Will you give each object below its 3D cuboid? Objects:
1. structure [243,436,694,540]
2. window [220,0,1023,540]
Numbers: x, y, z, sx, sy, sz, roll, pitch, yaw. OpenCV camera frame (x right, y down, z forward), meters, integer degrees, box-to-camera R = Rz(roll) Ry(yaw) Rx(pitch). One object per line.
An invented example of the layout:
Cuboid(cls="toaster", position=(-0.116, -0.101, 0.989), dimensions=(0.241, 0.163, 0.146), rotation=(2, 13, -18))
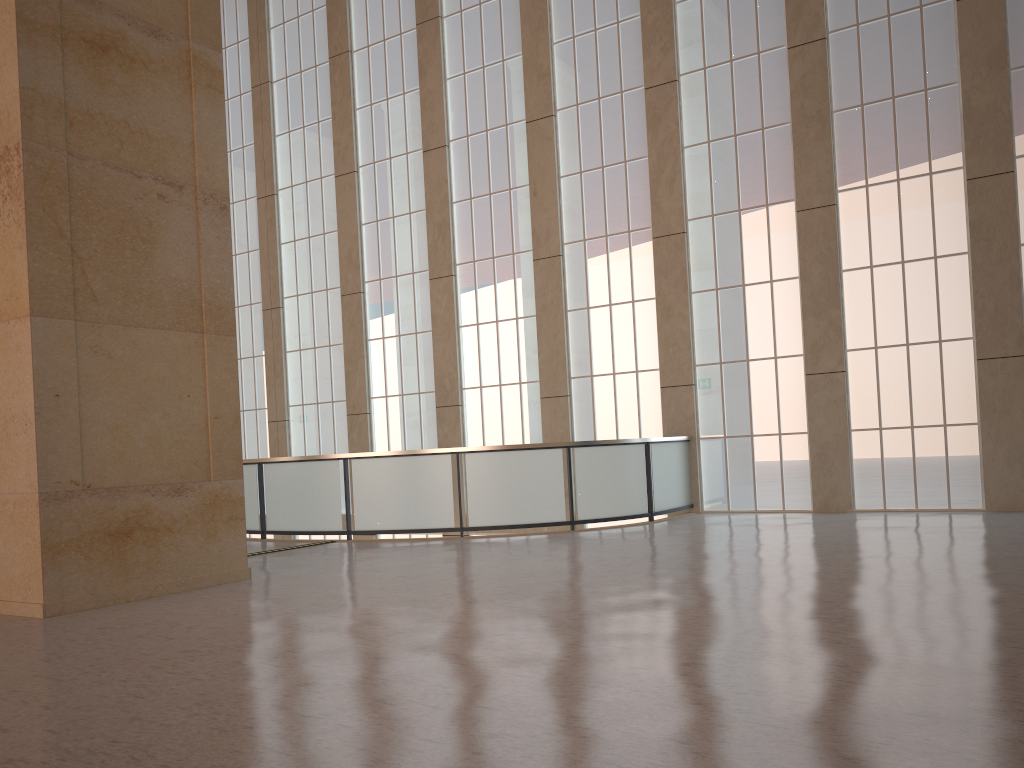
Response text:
Cuboid(cls="structure", position=(-2.811, 2.466, 20.394), dimensions=(13.093, 1.793, 5.250), rotation=(-5, -4, 22))
Cuboid(cls="window", position=(-56.202, 5.876, 58.568), dimensions=(165.199, 28.641, 0.010), rotation=(-6, -2, 32))
